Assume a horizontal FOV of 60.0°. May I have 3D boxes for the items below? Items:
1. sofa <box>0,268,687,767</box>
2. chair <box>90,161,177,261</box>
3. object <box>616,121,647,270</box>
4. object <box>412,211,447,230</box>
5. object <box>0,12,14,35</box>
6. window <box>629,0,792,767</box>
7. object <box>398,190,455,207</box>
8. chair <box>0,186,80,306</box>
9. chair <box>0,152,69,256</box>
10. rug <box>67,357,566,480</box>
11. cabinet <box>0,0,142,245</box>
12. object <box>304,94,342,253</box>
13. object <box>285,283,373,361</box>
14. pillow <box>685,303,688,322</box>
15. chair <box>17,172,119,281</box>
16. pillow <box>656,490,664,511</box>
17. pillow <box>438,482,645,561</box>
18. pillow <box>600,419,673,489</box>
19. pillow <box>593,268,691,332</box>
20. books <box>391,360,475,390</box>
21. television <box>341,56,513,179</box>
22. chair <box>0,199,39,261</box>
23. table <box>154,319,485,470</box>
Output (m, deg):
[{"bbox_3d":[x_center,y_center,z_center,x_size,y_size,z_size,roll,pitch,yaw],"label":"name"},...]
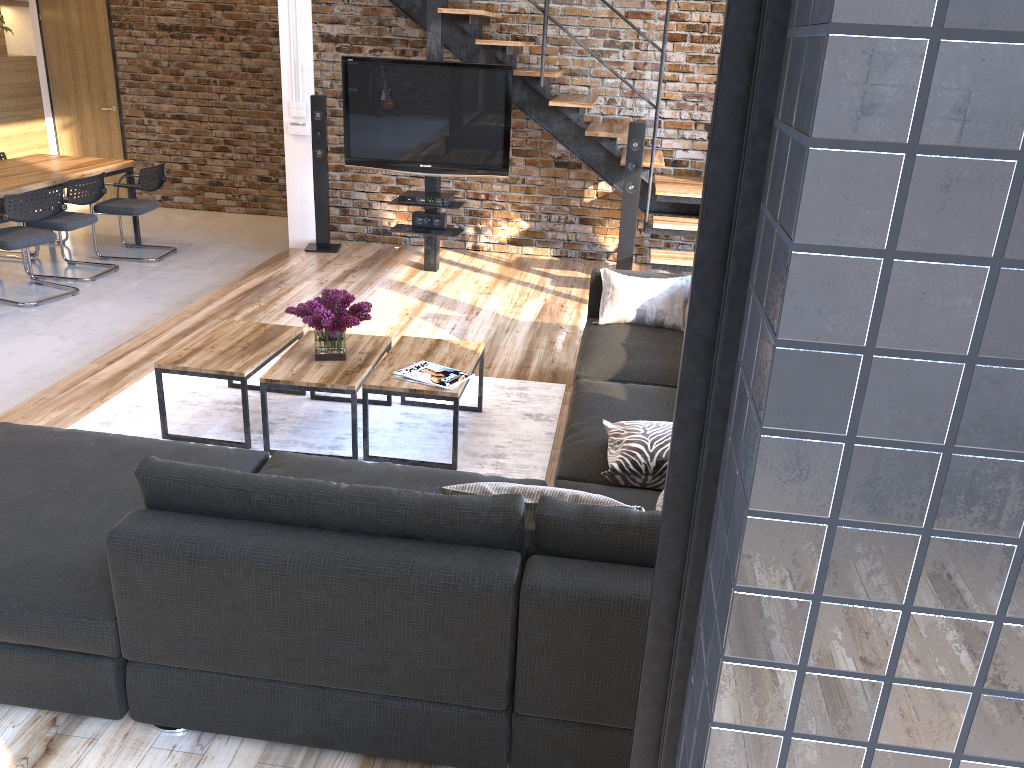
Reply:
[{"bbox_3d":[-0.282,0.074,3.468,2.998,0.704,3.028,5,21,6],"label":"sofa"},{"bbox_3d":[-3.202,-1.472,7.501,0.540,0.772,0.517,4,22,2],"label":"chair"},{"bbox_3d":[0.818,-1.199,6.182,0.271,1.212,0.269,7,22,11],"label":"object"},{"bbox_3d":[-0.611,-1.212,6.573,0.247,0.112,0.088,5,22,6],"label":"object"},{"bbox_3d":[-5.034,-3.384,8.568,0.343,0.477,0.389,21,28,38],"label":"object"},{"bbox_3d":[-0.009,-2.380,3.614,5.662,5.597,13.329,5,22,6],"label":"window"},{"bbox_3d":[-0.620,-1.345,6.436,0.360,0.058,0.273,5,21,6],"label":"object"},{"bbox_3d":[-3.464,-1.000,6.258,0.540,0.772,0.517,11,23,20],"label":"chair"},{"bbox_3d":[-4.187,-1.539,7.541,0.540,0.772,0.517,4,22,2],"label":"chair"},{"bbox_3d":[-0.870,0.193,4.046,2.113,0.003,1.628,5,21,6],"label":"rug"},{"bbox_3d":[-4.859,-1.642,4.820,2.473,2.887,9.068,5,22,6],"label":"cabinet"},{"bbox_3d":[-1.527,-1.673,7.084,0.271,1.212,0.269,2,22,-3],"label":"object"},{"bbox_3d":[-0.789,-0.282,3.833,0.375,0.345,0.340,6,22,7],"label":"object"},{"bbox_3d":[0.987,-0.395,4.293,0.265,0.384,0.606,6,22,6],"label":"pillow"},{"bbox_3d":[-3.435,-1.235,6.863,0.540,0.772,0.517,5,22,6],"label":"chair"},{"bbox_3d":[0.519,0.334,2.411,0.250,0.316,0.529,7,22,10],"label":"pillow"},{"bbox_3d":[0.096,0.376,2.330,0.547,0.311,0.271,5,22,6],"label":"pillow"},{"bbox_3d":[0.565,0.232,2.974,0.531,0.178,0.354,5,22,4],"label":"pillow"},{"bbox_3d":[0.670,-0.419,4.493,0.498,0.267,0.211,6,22,7],"label":"pillow"},{"bbox_3d":[-0.334,-0.038,3.723,0.294,0.013,0.228,14,24,25],"label":"books"},{"bbox_3d":[-0.597,-1.876,6.280,1.207,0.787,0.135,5,22,6],"label":"television"},{"bbox_3d":[-4.142,-1.305,6.948,0.540,0.772,0.517,5,22,6],"label":"chair"},{"bbox_3d":[-0.824,0.031,3.982,1.298,0.352,0.694,5,22,6],"label":"table"}]
